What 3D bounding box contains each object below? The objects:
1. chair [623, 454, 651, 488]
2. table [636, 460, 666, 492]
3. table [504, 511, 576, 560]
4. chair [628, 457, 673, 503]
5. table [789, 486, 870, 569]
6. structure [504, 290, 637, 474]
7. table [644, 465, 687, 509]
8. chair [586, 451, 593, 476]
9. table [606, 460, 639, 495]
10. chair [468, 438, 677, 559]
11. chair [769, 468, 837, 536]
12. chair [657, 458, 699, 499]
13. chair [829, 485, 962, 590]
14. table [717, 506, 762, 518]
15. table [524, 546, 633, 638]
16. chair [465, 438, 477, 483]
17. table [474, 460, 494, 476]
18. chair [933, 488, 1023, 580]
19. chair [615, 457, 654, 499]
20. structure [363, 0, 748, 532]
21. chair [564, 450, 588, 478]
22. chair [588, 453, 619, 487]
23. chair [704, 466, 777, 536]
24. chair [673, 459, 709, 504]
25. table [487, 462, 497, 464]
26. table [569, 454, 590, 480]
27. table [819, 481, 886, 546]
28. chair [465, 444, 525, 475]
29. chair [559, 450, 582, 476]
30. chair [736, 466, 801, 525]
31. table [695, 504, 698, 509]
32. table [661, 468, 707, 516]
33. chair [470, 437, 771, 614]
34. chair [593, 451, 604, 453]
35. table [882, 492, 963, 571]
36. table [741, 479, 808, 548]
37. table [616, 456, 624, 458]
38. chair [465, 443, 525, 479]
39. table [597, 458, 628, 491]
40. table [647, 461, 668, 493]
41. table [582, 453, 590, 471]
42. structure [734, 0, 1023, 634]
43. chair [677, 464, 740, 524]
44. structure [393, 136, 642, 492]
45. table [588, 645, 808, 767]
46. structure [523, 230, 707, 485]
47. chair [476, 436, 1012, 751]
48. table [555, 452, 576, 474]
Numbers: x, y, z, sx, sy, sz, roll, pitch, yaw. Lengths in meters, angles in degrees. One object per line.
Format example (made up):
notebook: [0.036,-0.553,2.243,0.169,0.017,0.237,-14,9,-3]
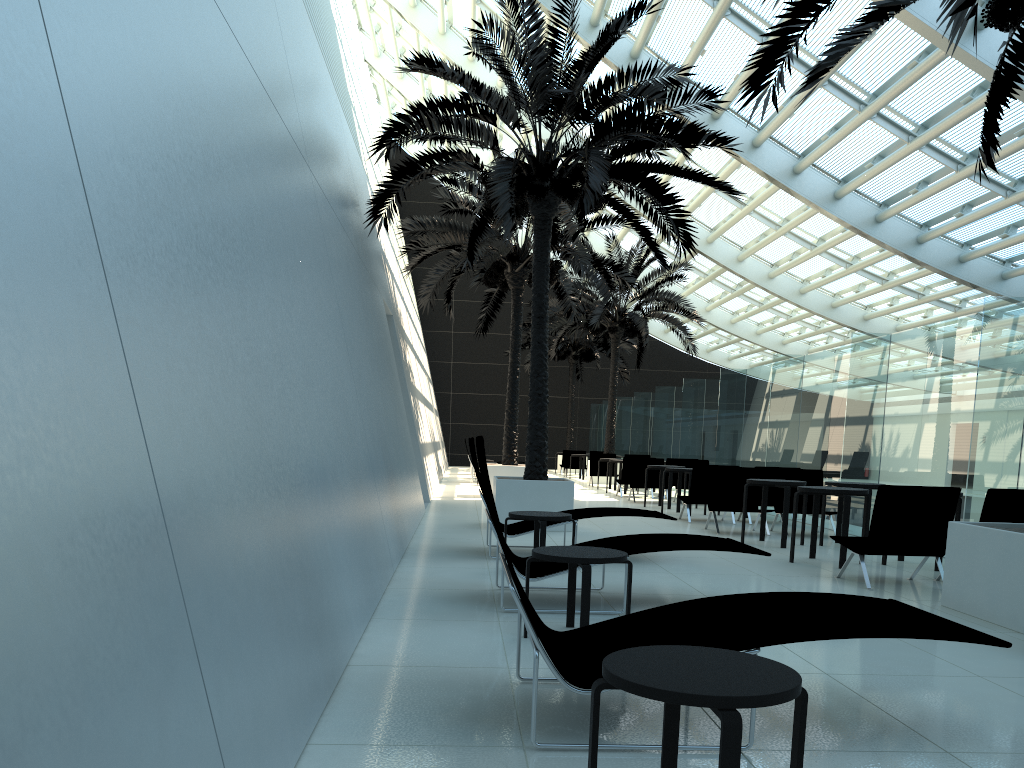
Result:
chair: [3.383,2.312,23.038,0.716,0.895,0.880,2,2,-3]
table: [3.484,2.290,21.770,0.676,0.788,0.677,4,3,35]
table: [0.238,1.394,7.655,0.550,0.522,0.553,3,2,39]
chair: [2.767,1.926,17.408,0.716,0.895,0.880,2,2,-3]
table: [3.233,1.445,8.865,0.675,0.788,0.678,4,3,39]
structure: [2.429,-0.132,32.968,4.458,7.085,4.759,0,4,-25]
table: [2.832,1.901,16.114,0.676,0.788,0.677,4,3,35]
chair: [2.981,2.776,30.416,0.716,0.895,0.880,2,2,-3]
table: [2.588,2.163,20.283,0.675,0.788,0.678,4,3,39]
chair: [0.565,1.153,8.801,2.037,1.169,0.913,2,3,-3]
chair: [4.017,1.606,11.818,0.716,0.895,0.880,2,2,-3]
chair: [3.617,2.069,19.159,0.716,0.895,0.880,2,2,-3]
chair: [3.331,1.315,7.686,0.716,0.895,0.880,2,2,-3]
table: [3.874,1.845,14.708,0.675,0.788,0.678,4,3,39]
table: [0.383,1.232,5.087,0.550,0.522,0.553,3,2,39]
chair: [-0.236,2.044,22.972,2.037,1.169,0.913,2,3,-3]
table: [-0.857,2.613,27.043,0.550,0.522,0.553,3,2,39]
chair: [4.262,1.350,7.741,0.716,0.895,0.880,2,2,-3]
chair: [2.686,2.033,19.104,0.716,0.895,0.880,2,2,-3]
structure: [0.469,-1.513,11.254,4.643,6.898,4.233,0,4,-25]
chair: [2.131,2.634,28.664,0.716,0.895,0.880,2,2,-3]
chair: [2.453,2.277,22.982,0.716,0.895,0.880,2,2,-3]
chair: [3.086,1.571,11.762,0.716,0.895,0.880,2,2,-3]
chair: [3.698,1.961,17.464,0.716,0.895,0.880,2,2,-3]
table: [-0.708,2.446,24.395,0.550,0.522,0.553,3,2,39]
table: [2.196,2.609,27.370,0.676,0.788,0.677,4,3,35]
table: [4.118,1.583,10.538,0.676,0.788,0.677,4,3,35]
chair: [-0.530,2.372,28.188,2.037,1.169,0.913,2,3,-3]
chair: [2.050,2.741,30.360,0.716,0.895,0.880,2,2,-3]
chair: [3.935,1.714,13.526,0.716,0.895,0.880,2,2,-3]
table: [3.800,1.938,16.171,0.676,0.788,0.677,4,3,35]
table: [2.906,1.809,14.650,0.675,0.788,0.678,4,3,39]
chair: [0.710,0.991,6.233,2.037,1.169,0.913,2,3,-3]
chair: [3.062,2.669,28.720,0.716,0.895,0.880,2,2,-3]
table: [4.200,1.481,8.923,0.675,0.788,0.678,4,3,39]
table: [3.151,1.547,10.480,0.676,0.788,0.677,4,3,35]
table: [3.164,2.646,27.428,0.676,0.788,0.677,4,3,35]
chair: [-0.381,2.205,25.540,2.037,1.169,0.913,2,3,-3]
table: [2.516,2.253,21.712,0.676,0.788,0.677,4,3,35]
table: [3.555,2.199,20.341,0.675,0.788,0.678,4,3,39]
table: [2.919,2.907,31.597,0.675,0.788,0.679,4,3,44]
structure: [3.947,-1.846,5.722,4.811,7.086,4.408,3,4,15]
chair: [3.004,1.679,13.470,0.716,0.895,0.880,2,2,-3]
structure: [-0.073,-1.175,17.229,4.265,6.959,4.610,4,4,30]
table: [0.528,1.071,2.519,0.550,0.522,0.553,3,2,39]
structure: [2.862,-0.645,24.835,4.826,7.087,4.394,1,4,-10]
chair: [0.855,0.830,3.665,2.037,1.169,0.913,2,3,-3]
table: [1.952,2.871,31.539,0.675,0.788,0.679,4,3,44]
